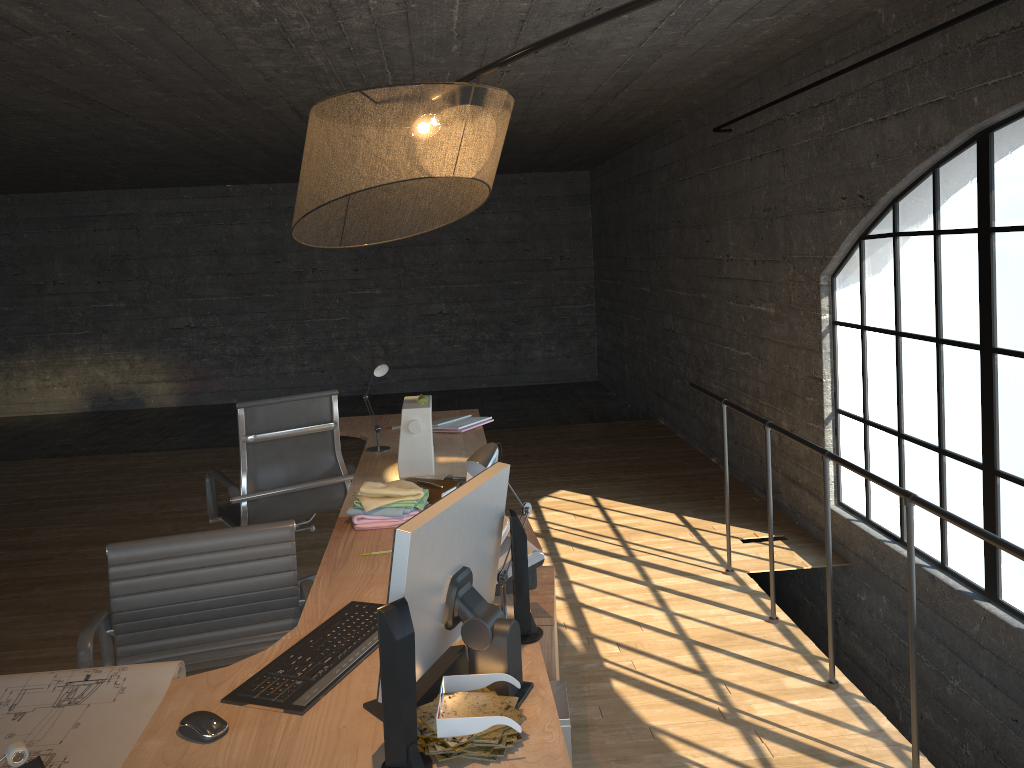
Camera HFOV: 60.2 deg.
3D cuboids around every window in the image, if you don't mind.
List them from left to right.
[{"bbox_3d":[0.264,0.318,0.928,6.993,1.857,3.193,-11,11,-44],"label":"window"}]

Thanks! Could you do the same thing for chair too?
[{"bbox_3d":[-0.719,0.854,2.218,0.654,0.853,0.689,-4,5,-18],"label":"chair"},{"bbox_3d":[-1.066,0.537,3.921,0.656,1.009,0.686,-6,6,-35],"label":"chair"}]

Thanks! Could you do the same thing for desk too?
[{"bbox_3d":[-0.801,0.802,3.000,1.635,0.733,3.541,-3,8,-3],"label":"desk"}]

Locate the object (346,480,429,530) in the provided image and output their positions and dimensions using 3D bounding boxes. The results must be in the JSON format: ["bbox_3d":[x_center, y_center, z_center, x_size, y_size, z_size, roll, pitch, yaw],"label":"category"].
[{"bbox_3d":[-0.401,0.370,2.848,0.255,0.129,0.255,-3,7,-2],"label":"object"}]

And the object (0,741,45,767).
[{"bbox_3d":[-0.856,0.637,1.442,0.160,0.064,0.054,-9,8,-37],"label":"object"}]

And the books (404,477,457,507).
[{"bbox_3d":[-0.275,0.366,3.089,0.291,0.054,0.262,3,10,36],"label":"books"}]

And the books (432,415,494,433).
[{"bbox_3d":[-0.299,0.187,4.313,0.317,0.044,0.310,2,10,30],"label":"books"}]

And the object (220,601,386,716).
[{"bbox_3d":[-0.392,0.572,1.901,0.187,0.011,0.495,0,9,20],"label":"object"}]

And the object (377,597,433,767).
[{"bbox_3d":[-0.179,0.497,1.442,0.085,0.276,0.085,-3,4,-2],"label":"object"}]

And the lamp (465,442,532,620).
[{"bbox_3d":[-0.015,0.332,2.046,0.208,0.406,0.105,-6,5,-37],"label":"lamp"}]

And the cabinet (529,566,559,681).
[{"bbox_3d":[-0.096,0.905,2.637,0.472,0.568,0.429,-2,5,3],"label":"cabinet"}]

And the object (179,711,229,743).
[{"bbox_3d":[-0.561,0.615,1.599,0.101,0.034,0.059,2,9,30],"label":"object"}]

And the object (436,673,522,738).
[{"bbox_3d":[-0.056,0.561,1.551,0.144,0.032,0.153,-3,8,0],"label":"object"}]

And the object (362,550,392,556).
[{"bbox_3d":[-0.354,0.479,2.518,0.147,0.007,0.008,-5,6,-12],"label":"object"}]

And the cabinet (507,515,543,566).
[{"bbox_3d":[-0.118,0.828,3.155,0.426,0.568,0.428,-3,5,-7],"label":"cabinet"}]

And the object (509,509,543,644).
[{"bbox_3d":[0.020,0.415,1.923,0.085,0.276,0.085,0,5,39],"label":"object"}]

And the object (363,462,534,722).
[{"bbox_3d":[-0.116,0.398,1.707,0.285,0.388,0.474,-1,7,21],"label":"object"}]

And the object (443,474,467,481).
[{"bbox_3d":[-0.162,0.352,3.237,0.181,0.025,0.076,1,9,25],"label":"object"}]

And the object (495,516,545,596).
[{"bbox_3d":[-0.035,0.426,2.245,0.190,0.163,0.170,-5,6,-19],"label":"object"}]

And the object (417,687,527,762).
[{"bbox_3d":[-0.078,0.596,1.552,0.204,0.036,0.206,-4,8,-6],"label":"object"}]

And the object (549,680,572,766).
[{"bbox_3d":[-0.083,1.033,2.307,0.480,0.409,0.201,-3,4,0],"label":"object"}]

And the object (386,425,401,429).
[{"bbox_3d":[-0.546,0.206,4.376,0.142,0.013,0.129,-3,9,-1],"label":"object"}]

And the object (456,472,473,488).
[{"bbox_3d":[-0.103,0.352,2.858,0.154,0.134,0.100,1,6,30],"label":"object"}]

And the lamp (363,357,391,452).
[{"bbox_3d":[-0.601,0.084,3.885,0.105,0.406,0.208,-4,4,-18],"label":"lamp"}]

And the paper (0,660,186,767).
[{"bbox_3d":[-1.094,0.676,1.567,0.851,0.113,0.587,-3,8,-4],"label":"paper"}]

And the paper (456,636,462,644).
[{"bbox_3d":[-0.101,0.501,1.877,0.019,0.074,0.079,-1,6,21],"label":"paper"}]

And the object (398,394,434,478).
[{"bbox_3d":[-0.388,0.186,3.551,0.137,0.282,0.406,-3,7,-4],"label":"object"}]
